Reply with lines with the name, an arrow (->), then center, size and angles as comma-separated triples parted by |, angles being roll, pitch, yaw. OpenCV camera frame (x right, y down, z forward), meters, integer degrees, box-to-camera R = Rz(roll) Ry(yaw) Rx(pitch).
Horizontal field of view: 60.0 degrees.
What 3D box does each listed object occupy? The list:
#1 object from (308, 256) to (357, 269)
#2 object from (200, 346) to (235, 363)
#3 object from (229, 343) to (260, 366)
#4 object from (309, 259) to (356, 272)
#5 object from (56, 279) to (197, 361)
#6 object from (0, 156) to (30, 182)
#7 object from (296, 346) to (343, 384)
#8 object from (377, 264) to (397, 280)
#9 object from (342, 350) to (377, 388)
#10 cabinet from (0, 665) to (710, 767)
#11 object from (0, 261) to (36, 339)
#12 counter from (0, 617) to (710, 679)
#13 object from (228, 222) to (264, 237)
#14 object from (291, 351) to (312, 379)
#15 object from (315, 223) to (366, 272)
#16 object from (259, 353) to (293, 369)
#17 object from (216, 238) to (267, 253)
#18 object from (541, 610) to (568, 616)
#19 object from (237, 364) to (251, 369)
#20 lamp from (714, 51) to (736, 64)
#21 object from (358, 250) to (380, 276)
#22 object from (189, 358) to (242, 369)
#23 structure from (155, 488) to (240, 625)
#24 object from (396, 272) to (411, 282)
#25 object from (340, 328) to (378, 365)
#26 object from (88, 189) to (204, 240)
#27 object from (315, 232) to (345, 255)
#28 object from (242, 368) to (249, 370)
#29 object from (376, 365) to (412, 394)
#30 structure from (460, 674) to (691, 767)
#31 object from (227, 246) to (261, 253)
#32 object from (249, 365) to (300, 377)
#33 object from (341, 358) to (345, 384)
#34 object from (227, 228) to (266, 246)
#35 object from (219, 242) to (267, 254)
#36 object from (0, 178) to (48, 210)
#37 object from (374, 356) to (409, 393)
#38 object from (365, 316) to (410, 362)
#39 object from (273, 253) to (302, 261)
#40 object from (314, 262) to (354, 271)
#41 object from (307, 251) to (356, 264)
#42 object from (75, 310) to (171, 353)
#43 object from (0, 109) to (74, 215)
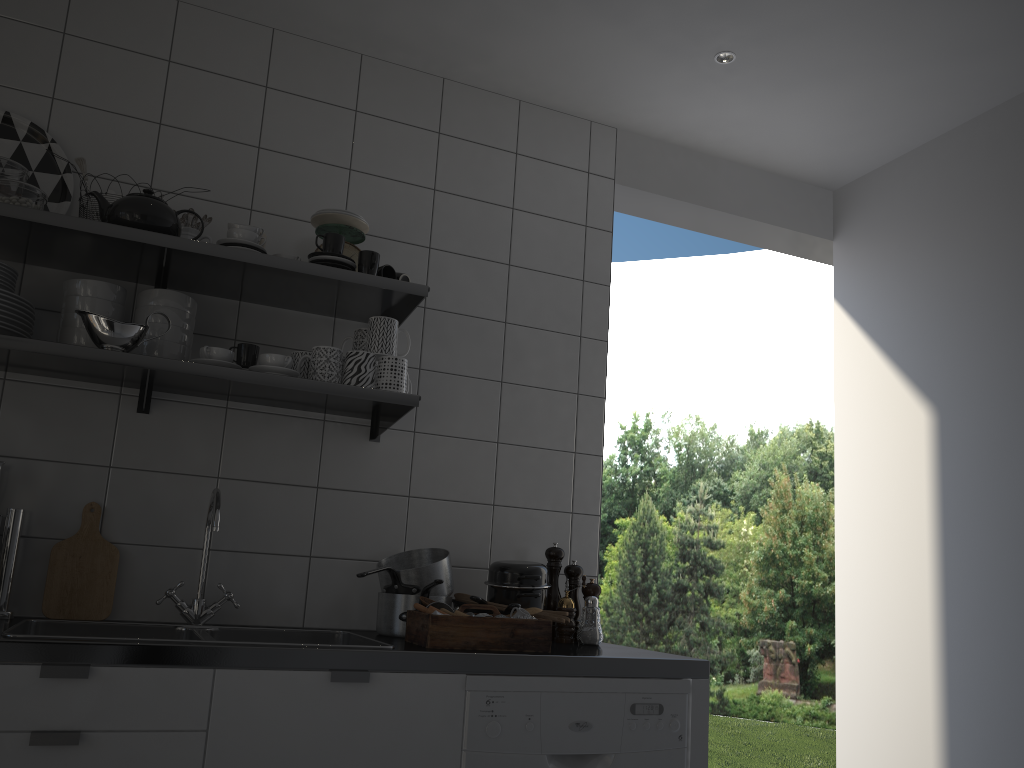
object -> -0.457, -0.296, 2.254 | 0.121, 0.023, 0.122 | 2, -13, 9
object -> -0.703, -0.056, 2.108 | 0.079, 0.047, 0.083 | 11, -14, -30
object -> -0.685, -0.061, 2.272 | 0.070, 0.077, 0.056 | -2, -13, 27
object -> -0.459, -0.287, 2.251 | 0.121, 0.021, 0.122 | 8, -13, -18
object -> -0.954, -0.129, 2.196 | 0.310, 0.215, 0.151 | 9, -13, -25
object -> -1.217, -0.439, 2.089 | 0.121, 0.170, 0.122 | 4, -11, -3
object -> -0.474, -0.036, 2.212 | 0.108, 0.099, 0.083 | -5, -14, 36
object -> -0.344, -0.278, 2.335 | 0.080, 0.057, 0.070 | -6, -16, 39
object -> -0.374, -0.024, 2.237 | 0.109, 0.099, 0.083 | 11, -14, -33
cabinet -> -1.153, 0.927, 1.751 | 3.244, 0.789, 0.666 | 9, -13, -22
object -> -1.244, -0.181, 1.998 | 0.306, 0.193, 0.303 | 8, -13, -18
counter -> -1.129, 0.521, 1.834 | 3.245, 0.045, 0.654 | 9, -14, -22
object -> -0.661, -0.375, 2.191 | 0.083, 0.067, 0.078 | 5, -12, -8
object -> -0.520, -0.026, 2.268 | 0.108, 0.099, 0.083 | 1, -12, 11
object -> -0.485, -0.326, 2.467 | 0.159, 0.207, 0.186 | 8, -13, -22
object -> -0.571, -0.041, 2.136 | 0.079, 0.047, 0.083 | 6, -13, -10
object -> -0.667, -0.326, 2.182 | 0.121, 0.024, 0.122 | 10, -14, -27
object -> -0.008, 0.615, 2.395 | 0.336, 0.021, 0.066 | -4, -15, 30
object -> -0.681, -0.027, 2.262 | 0.122, 0.023, 0.121 | 15, -17, -41
lamp -> 0.637, -0.985, 2.649 | 0.064, 0.030, 0.064 | 11, -14, -29
object -> -0.362, -0.297, 2.265 | 0.070, 0.076, 0.056 | -3, -13, 30
object -> -0.705, -0.035, 2.105 | 0.121, 0.021, 0.122 | 10, -14, -25
structure -> -0.739, 0.443, 2.227 | 0.275, 0.350, 0.190 | -7, -16, 43
object -> -0.316, -0.277, 2.361 | 0.083, 0.058, 0.069 | -8, -17, 44
object -> -0.402, -0.092, 2.396 | 0.108, 0.099, 0.083 | -5, -14, 36
object -> -0.874, -0.395, 2.120 | 0.200, 0.141, 0.179 | 0, -13, 18
object -> -0.464, -0.341, 2.260 | 0.070, 0.077, 0.056 | 4, -11, -2
object -> -0.678, -0.017, 2.260 | 0.121, 0.023, 0.122 | -6, -16, 38
object -> -0.331, 0.010, 2.374 | 0.109, 0.099, 0.083 | 12, -15, -36
structure -> 0.042, 1.100, 2.171 | 0.575, 0.785, 0.511 | 8, -12, -22
object -> -0.665, -0.307, 2.179 | 0.121, 0.021, 0.122 | 8, -13, -18
object -> -0.573, -0.020, 2.134 | 0.121, 0.021, 0.122 | 8, -13, -18
object -> -0.427, -0.010, 2.314 | 0.108, 0.099, 0.083 | -5, -14, 36
object -> -0.664, -0.347, 2.185 | 0.082, 0.049, 0.080 | -7, -16, 39
object -> -0.664, -0.316, 2.181 | 0.121, 0.021, 0.122 | 8, -13, -18
object -> -1.121, -0.406, 2.003 | 0.122, 0.079, 0.122 | 13, -15, -36
object -> -0.297, -0.012, 2.269 | 0.109, 0.099, 0.083 | 11, -14, -33
object -> -0.321, -0.115, 2.272 | 0.108, 0.099, 0.083 | 1, -12, 11
object -> -0.583, -0.300, 2.281 | 0.079, 0.047, 0.083 | 6, -13, -10
object -> -0.459, -0.278, 2.250 | 0.121, 0.021, 0.122 | -9, -18, 43
object -> -0.460, -0.306, 2.254 | 0.121, 0.023, 0.122 | 0, -13, 17
object -> -0.900, -0.118, 2.045 | 0.211, 0.134, 0.102 | 14, -15, -40
object -> -1.333, -0.522, 2.251 | 0.396, 0.390, 0.053 | 9, -12, -22
